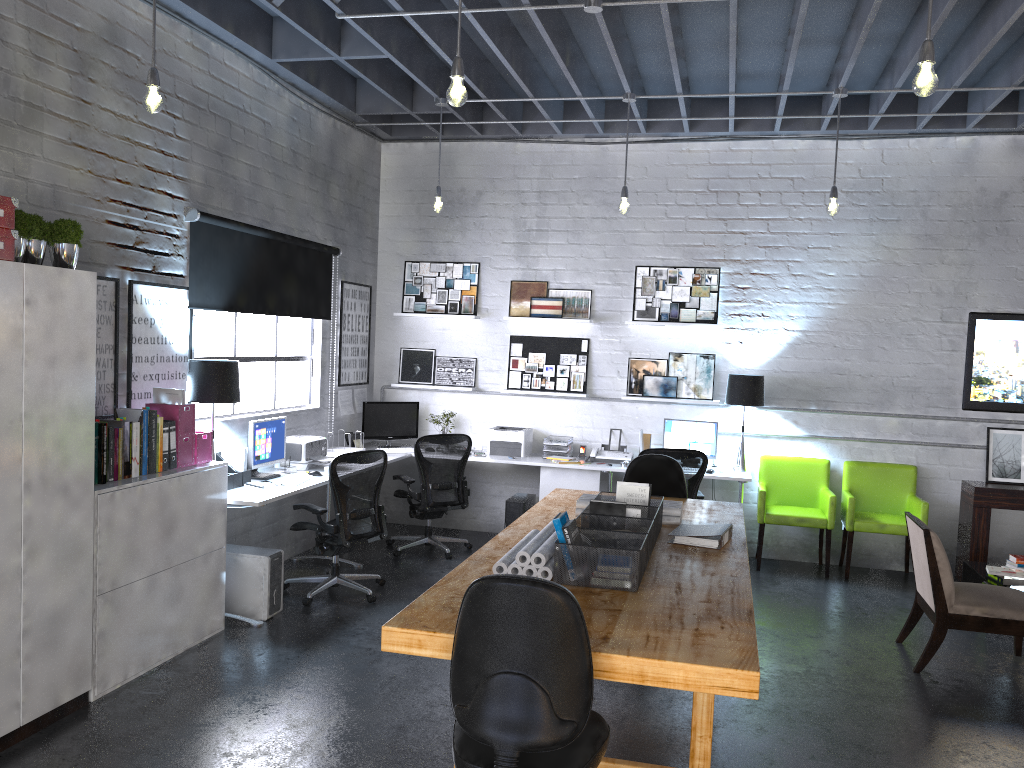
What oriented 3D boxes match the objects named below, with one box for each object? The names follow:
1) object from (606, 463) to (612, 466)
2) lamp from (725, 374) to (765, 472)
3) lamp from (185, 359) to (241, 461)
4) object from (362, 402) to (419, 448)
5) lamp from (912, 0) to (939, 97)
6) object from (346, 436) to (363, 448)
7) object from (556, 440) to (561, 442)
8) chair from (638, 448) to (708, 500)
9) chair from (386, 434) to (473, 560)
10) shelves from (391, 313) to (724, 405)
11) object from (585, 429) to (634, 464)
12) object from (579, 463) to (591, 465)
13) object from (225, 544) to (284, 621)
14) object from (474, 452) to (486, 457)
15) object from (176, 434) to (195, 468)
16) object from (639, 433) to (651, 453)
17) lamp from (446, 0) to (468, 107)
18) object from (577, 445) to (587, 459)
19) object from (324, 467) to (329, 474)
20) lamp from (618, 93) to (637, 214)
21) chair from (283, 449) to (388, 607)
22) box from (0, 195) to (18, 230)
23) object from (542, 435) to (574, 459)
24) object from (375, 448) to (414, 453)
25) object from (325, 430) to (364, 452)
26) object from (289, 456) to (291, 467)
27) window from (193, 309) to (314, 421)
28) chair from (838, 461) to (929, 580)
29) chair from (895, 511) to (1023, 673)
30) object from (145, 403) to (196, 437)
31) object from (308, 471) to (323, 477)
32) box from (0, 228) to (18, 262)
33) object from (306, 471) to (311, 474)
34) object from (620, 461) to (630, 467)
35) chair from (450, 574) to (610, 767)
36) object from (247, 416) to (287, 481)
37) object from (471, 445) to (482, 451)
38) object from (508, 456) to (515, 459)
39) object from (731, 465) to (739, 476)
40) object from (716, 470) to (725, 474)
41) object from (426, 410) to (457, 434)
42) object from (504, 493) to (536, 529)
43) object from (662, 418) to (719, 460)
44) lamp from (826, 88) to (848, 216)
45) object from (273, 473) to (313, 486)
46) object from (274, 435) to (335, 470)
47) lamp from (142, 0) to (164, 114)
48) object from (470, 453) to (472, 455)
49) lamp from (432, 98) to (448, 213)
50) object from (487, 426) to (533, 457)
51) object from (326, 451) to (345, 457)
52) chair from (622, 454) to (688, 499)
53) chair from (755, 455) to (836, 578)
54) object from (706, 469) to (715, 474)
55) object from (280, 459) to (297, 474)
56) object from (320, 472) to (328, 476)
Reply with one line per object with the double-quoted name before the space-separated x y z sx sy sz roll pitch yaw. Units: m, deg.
"object" 0.836 0.695 7.635 0.017 0.016 0.076 1 3 -26
"lamp" 1.984 0.336 7.602 0.333 0.833 0.333 1 4 -25
"lamp" -1.878 0.266 5.563 0.333 0.833 0.333 1 4 -25
"object" -1.140 0.376 8.260 0.560 0.428 0.147 0 4 -40
"lamp" 1.581 -1.528 3.334 0.104 0.879 0.104 3 4 13
"object" -1.397 0.526 7.892 0.155 0.141 0.088 4 4 28
"object" 0.424 0.519 8.050 0.011 0.010 0.126 4 3 23
"chair" 1.224 1.008 7.246 0.732 1.032 0.752 1 3 -18
"chair" -0.722 0.911 7.555 0.752 1.032 0.731 5 4 37
"shelves" 0.363 -0.249 8.099 3.023 0.695 0.199 3 4 13
"object" 0.881 0.551 7.916 0.405 0.280 0.399 3 3 13
"object" 0.633 0.689 7.663 0.141 0.007 0.008 0 4 -42
"object" -1.730 1.265 5.686 0.478 0.411 0.200 3 3 13
"object" -0.287 0.631 7.937 0.103 0.021 0.131 2 3 -6
"object" -1.958 0.377 5.077 0.213 0.177 0.161 3 3 14
"object" 1.173 0.578 7.840 0.087 0.259 0.236 3 3 14
"lamp" -0.220 -1.624 3.766 0.104 0.879 0.104 3 4 13
"object" 0.640 0.614 8.027 0.093 0.116 0.067 3 3 13
"object" -1.333 0.632 6.480 0.078 0.049 0.062 2 3 -16
"lamp" 0.855 -1.709 6.618 0.104 0.879 0.104 3 4 13
"chair" -1.235 0.952 6.181 0.752 1.032 0.731 3 3 17
"box" -2.185 -0.701 3.581 0.268 0.133 0.206 3 3 13
"object" 0.419 0.576 8.035 0.229 0.181 0.316 3 3 14
"object" -1.003 0.595 7.971 0.422 0.028 0.180 1 3 -26
"object" -1.428 0.508 7.554 0.324 0.209 0.232 3 3 13
"object" -1.624 0.589 6.474 0.013 0.124 0.006 2 4 -12
"window" -1.900 -0.388 6.597 0.030 1.221 1.820 3 3 14
"chair" 3.062 1.136 7.351 0.611 0.921 0.515 3 3 13
"chair" 2.757 1.257 5.293 0.724 0.843 0.574 3 3 13
"object" -1.950 0.201 5.066 0.214 0.177 0.161 3 3 14
"object" -1.424 0.645 6.408 0.114 0.036 0.058 3 3 4
"box" -2.190 -0.570 3.589 0.270 0.131 0.206 3 3 13
"object" -1.475 0.649 6.502 0.076 0.016 0.017 3 3 3
"object" 0.978 0.684 7.615 0.095 0.051 0.095 1 3 -18
"chair" 0.030 1.098 2.730 0.659 1.166 0.686 3 3 12
"object" -1.763 0.449 6.215 0.212 0.417 0.465 3 3 14
"object" -0.329 0.599 8.261 0.104 0.052 0.023 3 4 13
"object" 0.000 0.650 7.829 0.075 0.016 0.017 5 4 38
"object" 1.850 0.717 7.359 0.069 0.083 0.090 3 3 13
"object" 1.761 0.744 7.491 0.046 0.009 0.121 2 3 -1
"object" -0.658 0.426 8.328 0.297 0.363 0.270 0 4 -31
"object" 0.071 1.233 8.040 0.180 0.411 0.475 3 3 14
"object" 1.560 0.519 7.743 0.465 0.417 0.212 3 4 18
"lamp" 2.295 -1.633 6.273 0.104 0.879 0.104 3 4 13
"object" -1.517 0.658 6.129 0.181 0.028 0.421 3 3 4
"object" -1.516 0.527 6.789 0.485 0.230 0.420 3 3 13
"lamp" -1.659 -1.701 4.111 0.104 0.879 0.104 3 4 13
"object" -0.524 0.586 8.033 0.279 0.081 0.411 2 3 -16
"lamp" -0.567 -1.785 6.960 0.104 0.879 0.104 3 4 13
"object" -0.014 0.525 8.143 0.351 0.235 0.350 3 3 13
"object" -1.517 0.589 7.230 0.392 0.064 0.259 3 3 13
"chair" 0.819 1.019 5.175 0.659 1.166 0.686 3 3 12
"chair" 2.387 1.100 7.513 0.611 0.921 0.515 3 3 13
"object" 1.663 0.729 7.429 0.058 0.036 0.114 4 3 29
"object" -1.638 0.605 6.497 0.082 0.091 0.090 5 4 38
"object" -1.341 0.656 6.479 0.119 0.016 0.119 4 3 31
